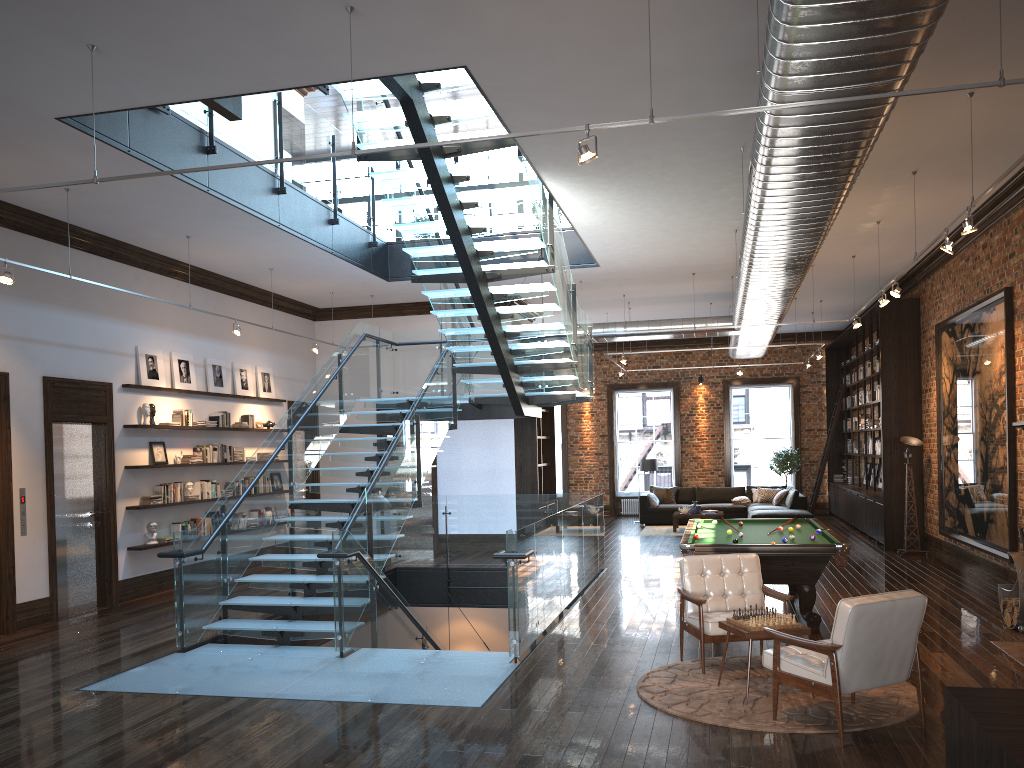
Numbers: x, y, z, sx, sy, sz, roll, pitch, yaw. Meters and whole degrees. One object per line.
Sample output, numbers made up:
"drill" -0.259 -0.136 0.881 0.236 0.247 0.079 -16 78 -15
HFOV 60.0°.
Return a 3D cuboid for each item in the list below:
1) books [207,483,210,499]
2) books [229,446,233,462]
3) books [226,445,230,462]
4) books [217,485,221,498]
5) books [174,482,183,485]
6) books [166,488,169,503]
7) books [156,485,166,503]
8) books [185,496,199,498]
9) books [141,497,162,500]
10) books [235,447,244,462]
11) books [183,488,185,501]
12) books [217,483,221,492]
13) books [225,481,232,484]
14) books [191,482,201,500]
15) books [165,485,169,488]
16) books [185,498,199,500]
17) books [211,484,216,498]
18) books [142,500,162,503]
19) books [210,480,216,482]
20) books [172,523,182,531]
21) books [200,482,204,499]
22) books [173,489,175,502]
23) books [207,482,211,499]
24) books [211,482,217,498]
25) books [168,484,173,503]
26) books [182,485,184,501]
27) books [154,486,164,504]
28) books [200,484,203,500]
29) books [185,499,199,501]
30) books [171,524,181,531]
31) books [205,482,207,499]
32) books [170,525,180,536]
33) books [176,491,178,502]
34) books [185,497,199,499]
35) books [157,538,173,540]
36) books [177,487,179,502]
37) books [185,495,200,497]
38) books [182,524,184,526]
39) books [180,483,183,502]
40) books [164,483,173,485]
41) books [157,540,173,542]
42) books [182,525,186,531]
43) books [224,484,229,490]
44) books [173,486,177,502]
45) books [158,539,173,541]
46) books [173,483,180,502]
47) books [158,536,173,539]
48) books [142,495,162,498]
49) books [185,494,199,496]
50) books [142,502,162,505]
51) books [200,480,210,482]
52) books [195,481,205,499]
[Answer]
"books" -4.326 1.506 12.462 0.150 0.218 0.028 -2 1 13
"books" -4.197 1.032 13.052 0.169 0.238 0.021 -2 1 13
"books" -4.217 1.020 13.021 0.143 0.257 0.049 -2 0 13
"books" -4.258 1.542 12.745 0.138 0.184 0.053 -2 0 13
"books" -4.479 1.447 11.915 0.120 0.263 0.011 -1 1 13
"books" -4.537 1.453 11.554 0.156 0.202 0.013 -2 1 13
"books" -4.553 1.432 11.501 0.134 0.236 0.013 -2 1 13
"books" -4.413 1.543 12.117 0.142 0.011 0.256 -2 -4 10
"books" -4.600 1.455 11.306 0.143 0.028 0.219 -3 -4 18
"books" -4.115 1.063 13.412 0.142 0.224 0.012 -2 1 13
"books" -4.464 1.487 11.935 0.120 0.185 0.034 -2 0 13
"books" -4.265 1.529 12.765 0.143 0.214 0.042 -2 0 13
"books" -4.175 1.547 13.142 0.142 0.228 0.014 -2 1 13
"books" -4.372 1.476 12.266 0.141 0.252 0.012 -2 1 13
"books" -4.538 1.435 11.580 0.128 0.240 0.012 -2 1 13
"books" -4.418 1.576 12.118 0.142 0.011 0.254 -2 -4 13
"books" -4.292 1.523 12.596 0.158 0.201 0.060 -2 0 13
"books" -4.600 1.495 11.327 0.154 0.028 0.191 -2 -4 8
"books" -4.291 1.507 12.708 0.124 0.249 0.010 -2 1 13
"books" -4.472 1.964 11.840 0.126 0.226 0.031 -2 1 13
"books" -4.361 1.489 12.346 0.133 0.236 0.022 -2 1 13
"books" -4.509 1.474 11.701 0.142 0.180 0.013 -2 1 13
"books" -4.313 1.499 12.479 0.170 0.235 0.012 -2 1 13
"books" -4.286 1.519 12.695 0.142 0.224 0.012 -2 1 13
"books" -4.516 1.438 11.639 0.139 0.243 0.015 -2 1 13
"books" -4.467 1.463 11.895 0.118 0.227 0.023 -2 1 13
"books" -4.575 1.436 11.475 0.125 0.226 0.047 -2 0 13
"books" -4.360 1.494 12.295 0.154 0.218 0.030 -2 1 13
"books" -4.414 1.587 12.118 0.141 0.011 0.287 -2 -4 11
"books" -4.471 1.970 11.812 0.133 0.210 0.024 -2 1 13
"books" -4.340 1.492 12.420 0.153 0.239 0.010 -2 1 13
"books" -4.481 1.973 11.796 0.131 0.203 0.011 -2 1 13
"books" -4.499 1.487 11.757 0.134 0.162 0.030 -2 0 13
"books" -4.409 1.554 12.116 0.142 0.011 0.257 -2 -4 9
"books" -4.512 2.026 11.644 0.141 0.011 0.288 -3 -4 17
"books" -4.493 1.471 11.786 0.128 0.197 0.031 -2 1 13
"books" -4.416 1.533 12.117 0.141 0.011 0.287 -3 -4 15
"books" -4.464 1.980 11.911 0.130 0.204 0.030 -2 1 13
"books" -4.477 1.450 11.878 0.141 0.252 0.012 -2 1 13
"books" -4.525 1.434 11.690 0.127 0.259 0.015 -2 1 13
"books" -4.513 2.059 11.645 0.141 0.011 0.287 -3 -4 16
"books" -4.439 1.986 11.864 0.167 0.184 0.029 -2 0 13
"books" -4.190 1.571 13.114 0.128 0.176 0.050 -2 0 13
"books" -4.504 1.460 11.724 0.150 0.210 0.035 -2 1 13
"books" -4.513 2.037 11.644 0.142 0.011 0.256 -2 -4 10
"books" -4.491 1.445 11.815 0.131 0.253 0.027 -2 1 13
"books" -4.518 2.016 11.645 0.142 0.011 0.255 -2 -4 14
"books" -4.600 1.436 11.325 0.135 0.014 0.216 -2 -4 13
"books" -4.412 1.522 12.116 0.141 0.011 0.288 -2 -4 9
"books" -4.597 1.523 11.322 0.143 0.028 0.235 -2 -4 13
"books" -4.318 1.484 12.492 0.157 0.266 0.011 -2 1 13
"books" -4.347 1.482 12.361 0.148 0.253 0.012 -2 1 13
